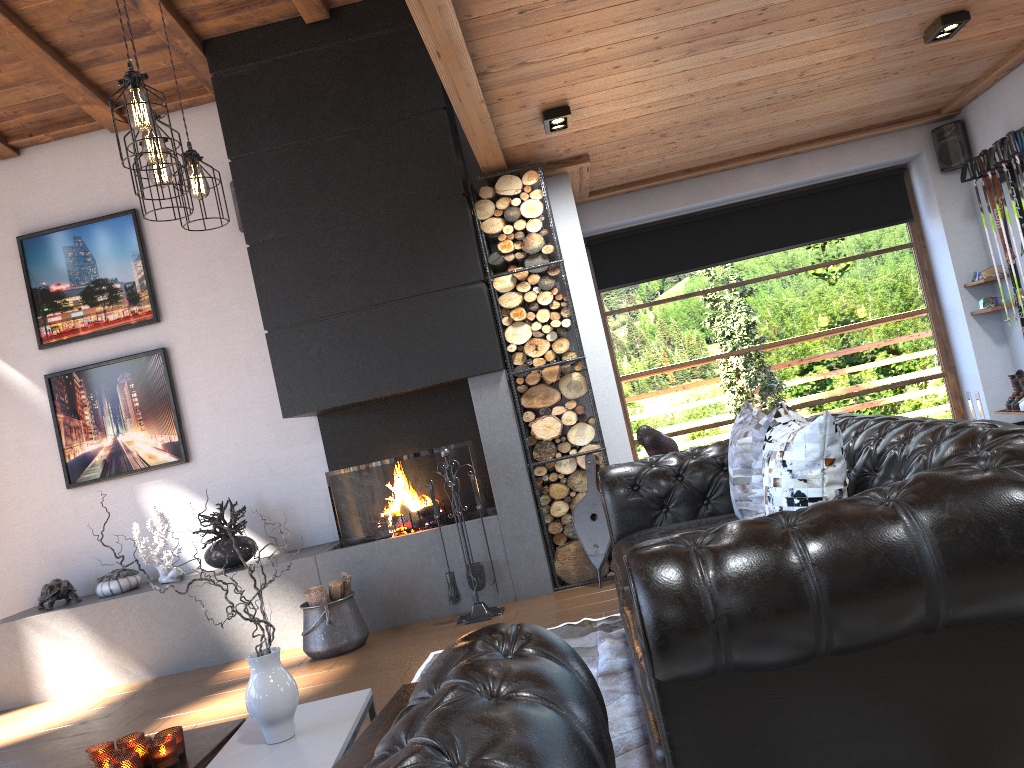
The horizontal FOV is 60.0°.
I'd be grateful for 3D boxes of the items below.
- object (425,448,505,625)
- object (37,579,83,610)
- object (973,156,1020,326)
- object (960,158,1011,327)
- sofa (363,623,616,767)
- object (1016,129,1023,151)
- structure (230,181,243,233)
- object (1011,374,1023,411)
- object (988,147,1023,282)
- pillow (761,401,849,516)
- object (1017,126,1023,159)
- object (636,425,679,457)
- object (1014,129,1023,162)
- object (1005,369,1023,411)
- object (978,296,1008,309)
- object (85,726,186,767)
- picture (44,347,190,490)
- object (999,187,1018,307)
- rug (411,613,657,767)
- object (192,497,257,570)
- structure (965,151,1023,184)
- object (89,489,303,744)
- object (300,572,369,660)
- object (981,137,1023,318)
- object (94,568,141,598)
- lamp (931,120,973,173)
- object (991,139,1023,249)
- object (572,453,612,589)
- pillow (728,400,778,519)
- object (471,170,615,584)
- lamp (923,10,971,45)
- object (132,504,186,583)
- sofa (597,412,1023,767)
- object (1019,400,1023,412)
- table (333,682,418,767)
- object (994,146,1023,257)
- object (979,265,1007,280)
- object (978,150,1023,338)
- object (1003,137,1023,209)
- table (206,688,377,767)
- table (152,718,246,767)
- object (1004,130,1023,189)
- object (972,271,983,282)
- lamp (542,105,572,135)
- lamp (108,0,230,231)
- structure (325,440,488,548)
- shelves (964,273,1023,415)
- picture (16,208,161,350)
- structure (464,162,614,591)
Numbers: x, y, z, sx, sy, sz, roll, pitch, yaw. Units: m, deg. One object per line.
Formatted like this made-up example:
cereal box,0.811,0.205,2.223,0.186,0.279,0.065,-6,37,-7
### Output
object,-0.291,0.875,5.236,0.312,1.018,0.303,-11,-3,-41
object,-3.002,1.380,5.867,0.229,0.183,0.400,-11,-3,-43
object,3.472,-1.025,6.387,0.059,1.250,0.120,-12,-2,-14
object,3.398,-1.010,6.354,0.122,1.250,0.058,-12,-2,-15
sofa,-1.081,1.003,1.008,2.563,0.838,1.240,-13,-2,2
object,3.426,-1.038,5.665,0.060,1.250,0.119,-11,-3,-34
structure,-1.808,-1.232,6.064,0.213,0.349,0.214,-13,-2,4
object,3.652,0.035,6.301,0.251,0.270,0.117,-13,-2,8
object,3.453,-1.029,6.153,0.059,1.250,0.120,-12,-2,-14
pillow,0.932,0.294,2.860,0.282,0.469,0.530,-13,-2,7
object,3.579,-0.924,5.864,0.111,1.622,0.073,-13,-2,3
object,0.777,0.354,4.609,0.251,0.319,0.147,-10,-3,-45
object,3.595,-0.925,5.938,0.111,1.622,0.073,-13,-2,3
object,3.663,0.037,6.419,0.252,0.270,0.116,-12,-2,-7
object,3.690,-0.632,6.784,0.185,0.084,0.356,-14,-2,39
object,-1.086,1.075,2.561,0.298,0.081,0.250,-14,-2,42
picture,-2.749,0.240,6.155,0.878,0.816,0.036,-13,-2,3
object,3.585,-0.876,6.399,0.115,1.607,0.095,-13,-2,3
rug,0.554,1.089,2.521,2.427,0.053,4.050,-13,-2,5
object,-1.870,0.981,5.810,0.338,0.455,0.337,-14,-2,29
structure,3.400,-1.508,6.042,0.318,0.135,1.052,-13,-2,4
object,-0.780,0.633,2.538,0.404,0.808,0.623,-13,-2,15
object,-1.057,1.350,5.175,0.380,0.431,0.388,-14,-2,30
object,3.499,-0.898,6.101,0.254,1.622,0.104,-12,-2,-1
object,-2.613,1.305,5.866,0.280,0.161,0.259,-13,-2,6
lamp,3.423,-1.844,6.893,0.213,0.349,0.214,-13,-2,4
object,3.373,-1.018,5.936,0.060,1.250,0.119,-11,-3,-39
object,0.511,0.820,5.388,0.269,0.795,0.262,-12,-2,-13
pillow,0.986,0.304,3.539,0.282,0.469,0.530,-13,-2,7
object,0.242,-0.044,5.748,0.493,2.613,0.467,-13,-2,3
lamp,2.361,-1.947,4.823,0.155,0.068,0.261,-13,-2,4
object,-2.305,1.049,5.767,0.262,0.532,0.422,-11,-2,-28
sofa,0.967,0.611,3.047,1.238,0.838,2.568,-13,-2,3
object,3.642,0.034,6.178,0.251,0.270,0.117,-13,-2,8
table,-0.173,1.090,2.481,0.399,0.350,0.652,-13,-2,9
object,3.583,-0.915,6.162,0.111,1.622,0.073,-13,-2,3
object,3.636,-0.848,6.696,0.189,0.084,0.160,-13,-2,2
object,3.563,-0.889,6.303,0.115,1.607,0.095,-13,-2,3
object,3.435,-1.032,5.919,0.059,1.250,0.120,-12,-2,-14
table,-0.613,1.190,2.538,0.400,0.350,0.649,-13,-2,-1
table,-1.041,1.285,2.534,0.399,0.350,0.651,-13,-2,4
object,3.342,-1.018,5.726,0.059,1.250,0.119,-11,-3,-29
object,3.650,-0.845,6.874,0.159,0.084,0.190,-13,-2,3
lamp,0.250,-1.472,4.924,0.155,0.068,0.261,-13,-2,4
lamp,-1.473,-1.713,3.257,0.262,2.202,0.800,-12,-2,-5
structure,-0.688,0.718,5.638,0.981,0.514,0.183,-13,-2,3
shelves,3.485,-0.366,3.625,0.611,0.989,6.653,-13,-2,5
picture,-2.965,-0.731,6.194,0.878,0.816,0.036,-13,-2,3
structure,0.246,-0.052,5.738,0.501,2.618,0.512,-13,-2,4
